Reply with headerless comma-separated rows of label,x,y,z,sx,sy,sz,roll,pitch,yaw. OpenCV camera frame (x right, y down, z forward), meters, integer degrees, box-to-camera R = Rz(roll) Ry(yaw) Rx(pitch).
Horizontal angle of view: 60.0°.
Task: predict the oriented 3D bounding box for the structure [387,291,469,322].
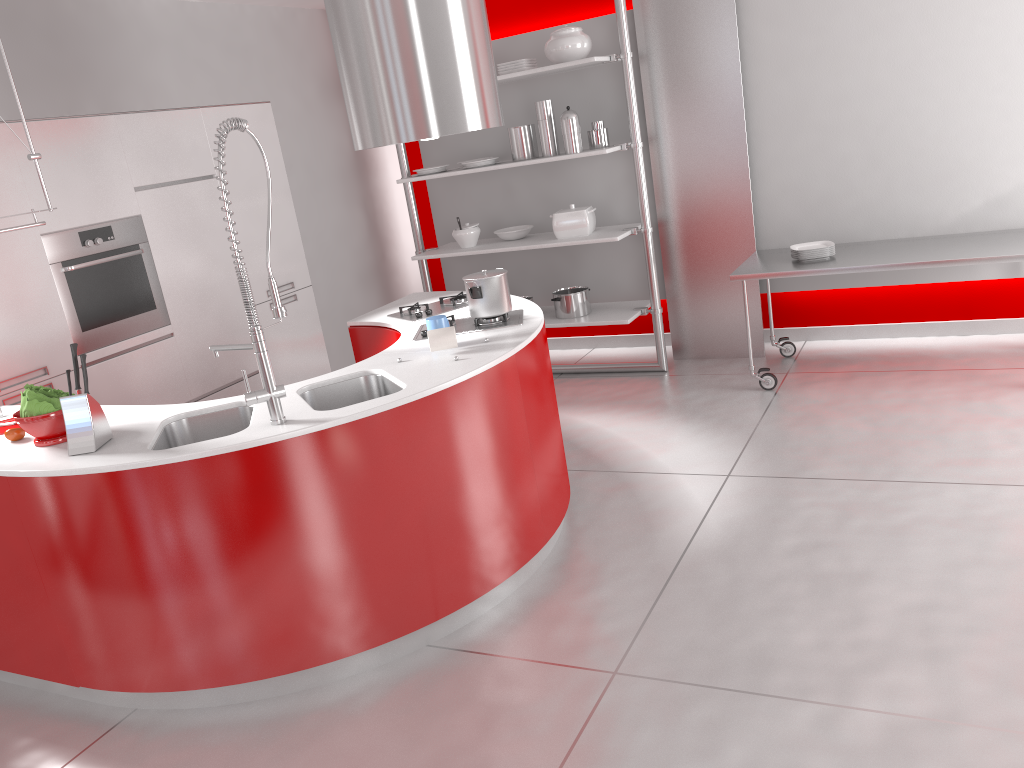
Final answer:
structure,-0.336,-0.382,4.215,0.457,0.037,0.303,-19,18,-30

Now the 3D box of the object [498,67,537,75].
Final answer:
object,0.039,-1.925,5.472,0.200,0.030,0.200,-1,18,28

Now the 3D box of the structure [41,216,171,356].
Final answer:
structure,-2.022,-0.513,4.489,0.050,0.589,0.599,-1,18,28

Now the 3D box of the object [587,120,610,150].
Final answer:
object,0.527,-1.525,5.428,0.127,0.157,0.127,3,20,38

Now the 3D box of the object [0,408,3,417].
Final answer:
object,-2.030,0.101,3.485,0.043,0.066,0.042,4,21,40

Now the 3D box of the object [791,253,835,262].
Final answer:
object,1.672,-0.710,4.930,0.228,0.020,0.228,-7,16,10

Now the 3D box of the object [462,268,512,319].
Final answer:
object,-0.100,-0.382,3.677,0.189,0.185,0.218,-12,16,-8

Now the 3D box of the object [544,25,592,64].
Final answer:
object,0.335,-2.032,5.317,0.287,0.222,0.287,-14,17,-16

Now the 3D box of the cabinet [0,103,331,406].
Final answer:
cabinet,-2.138,-0.410,4.944,0.614,2.026,2.398,-1,18,28

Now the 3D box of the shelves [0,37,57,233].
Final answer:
shelves,-2.142,-0.962,2.934,0.934,1.023,0.462,-1,18,28

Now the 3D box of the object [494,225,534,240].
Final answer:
object,0.016,-1.005,5.943,0.272,0.072,0.272,-11,16,-7

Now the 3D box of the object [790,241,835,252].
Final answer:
object,1.664,-0.758,4.916,0.228,0.020,0.228,-7,16,10

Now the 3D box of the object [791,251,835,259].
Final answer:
object,1.671,-0.719,4.927,0.228,0.020,0.228,-7,16,10

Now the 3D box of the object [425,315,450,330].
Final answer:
object,-0.283,-0.210,3.405,0.080,0.100,0.109,-9,16,2

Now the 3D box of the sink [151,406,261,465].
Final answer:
sink,-0.994,0.230,2.940,0.326,0.172,0.428,-12,16,-10

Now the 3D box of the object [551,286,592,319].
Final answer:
object,0.391,-0.532,5.784,0.240,0.161,0.259,-6,16,12

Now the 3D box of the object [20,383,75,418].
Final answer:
object,-1.549,0.079,2.990,0.198,0.182,0.193,1,19,33

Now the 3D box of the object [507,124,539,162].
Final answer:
object,0.067,-1.511,5.560,0.184,0.205,0.172,1,19,33

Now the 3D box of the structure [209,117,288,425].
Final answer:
structure,-0.819,-0.331,2.712,0.308,0.920,0.178,-15,17,-17

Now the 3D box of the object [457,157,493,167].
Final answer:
object,-0.246,-1.479,5.934,0.244,0.042,0.244,-4,17,20

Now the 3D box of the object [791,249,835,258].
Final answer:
object,1.669,-0.729,4.924,0.228,0.020,0.228,-7,16,10

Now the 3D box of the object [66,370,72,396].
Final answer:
object,-1.406,0.056,2.834,0.009,0.197,0.091,-10,16,0

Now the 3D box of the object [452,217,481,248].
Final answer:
object,-0.307,-1.022,5.929,0.192,0.214,0.192,-5,17,15

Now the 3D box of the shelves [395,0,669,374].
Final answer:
shelves,0.032,-1.303,5.723,1.735,2.599,0.535,-1,18,28

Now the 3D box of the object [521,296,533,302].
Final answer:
object,0.061,-0.512,5.979,0.182,0.122,0.196,-13,16,-13

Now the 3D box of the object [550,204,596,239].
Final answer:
object,0.393,-1.041,5.624,0.282,0.197,0.235,-4,17,18

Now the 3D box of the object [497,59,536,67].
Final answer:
object,0.031,-1.969,5.459,0.200,0.030,0.200,-1,18,28

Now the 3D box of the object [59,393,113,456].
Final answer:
object,-1.370,0.116,2.832,0.091,0.178,0.137,-9,16,2

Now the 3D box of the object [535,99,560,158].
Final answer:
object,0.217,-1.558,5.413,0.109,0.329,0.110,-2,18,26

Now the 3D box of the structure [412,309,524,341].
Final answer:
structure,-0.180,-0.264,3.717,0.457,0.037,0.303,-8,16,4

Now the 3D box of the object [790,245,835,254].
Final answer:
object,1.666,-0.748,4.918,0.228,0.020,0.228,-7,16,10

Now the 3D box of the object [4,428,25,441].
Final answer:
object,-1.732,0.174,3.091,0.064,0.048,0.063,-8,16,7

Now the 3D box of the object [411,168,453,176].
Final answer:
object,-0.527,-1.393,5.850,0.280,0.015,0.280,-17,17,-23

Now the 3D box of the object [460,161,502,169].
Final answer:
object,-0.196,-1.393,5.660,0.280,0.015,0.280,-19,19,-30

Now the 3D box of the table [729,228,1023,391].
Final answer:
table,2.112,-0.396,4.869,1.627,0.682,0.749,0,18,29

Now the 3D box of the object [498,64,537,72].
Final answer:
object,0.036,-1.940,5.468,0.200,0.030,0.200,-1,18,28

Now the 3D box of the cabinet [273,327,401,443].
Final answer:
cabinet,-1.278,0.373,3.711,1.875,0.761,1.025,-14,17,-15

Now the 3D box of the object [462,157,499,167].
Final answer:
object,-0.198,-1.406,5.656,0.244,0.042,0.244,-6,16,13

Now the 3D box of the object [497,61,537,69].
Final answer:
object,0.034,-1.954,5.464,0.200,0.030,0.200,-1,18,28

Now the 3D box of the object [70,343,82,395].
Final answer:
object,-1.382,0.036,2.838,0.014,0.322,0.150,-10,16,0

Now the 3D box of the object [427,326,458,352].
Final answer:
object,-0.257,-0.170,3.284,0.100,0.080,0.109,-10,16,-1

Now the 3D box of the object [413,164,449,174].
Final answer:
object,-0.529,-1.406,5.846,0.244,0.042,0.244,-6,16,13

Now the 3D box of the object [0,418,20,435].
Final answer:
object,-1.853,0.148,3.328,0.168,0.006,0.266,-20,19,-33

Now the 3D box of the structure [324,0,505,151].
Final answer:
structure,-0.425,-1.493,3.643,0.644,0.958,0.644,-11,16,-5

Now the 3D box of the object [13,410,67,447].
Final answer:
object,-1.550,0.130,3.009,0.229,0.118,0.228,-10,16,0

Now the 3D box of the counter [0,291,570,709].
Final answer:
counter,-1.052,0.413,3.559,2.865,0.880,1.868,-18,18,-26

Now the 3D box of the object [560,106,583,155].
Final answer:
object,0.354,-1.519,5.298,0.115,0.274,0.115,-3,17,21

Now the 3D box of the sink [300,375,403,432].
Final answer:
sink,-0.538,0.116,3.069,0.326,0.172,0.428,-16,17,-21

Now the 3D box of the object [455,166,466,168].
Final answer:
object,-0.244,-1.466,5.938,0.280,0.015,0.280,-17,17,-23

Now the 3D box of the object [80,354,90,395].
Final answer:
object,-1.352,0.050,2.833,0.012,0.279,0.130,-10,16,0

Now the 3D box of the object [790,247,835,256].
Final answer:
object,1.667,-0.739,4.921,0.228,0.020,0.228,-7,16,10

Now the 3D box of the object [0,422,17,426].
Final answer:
object,-1.799,0.135,3.316,0.375,0.008,0.041,-8,16,6
